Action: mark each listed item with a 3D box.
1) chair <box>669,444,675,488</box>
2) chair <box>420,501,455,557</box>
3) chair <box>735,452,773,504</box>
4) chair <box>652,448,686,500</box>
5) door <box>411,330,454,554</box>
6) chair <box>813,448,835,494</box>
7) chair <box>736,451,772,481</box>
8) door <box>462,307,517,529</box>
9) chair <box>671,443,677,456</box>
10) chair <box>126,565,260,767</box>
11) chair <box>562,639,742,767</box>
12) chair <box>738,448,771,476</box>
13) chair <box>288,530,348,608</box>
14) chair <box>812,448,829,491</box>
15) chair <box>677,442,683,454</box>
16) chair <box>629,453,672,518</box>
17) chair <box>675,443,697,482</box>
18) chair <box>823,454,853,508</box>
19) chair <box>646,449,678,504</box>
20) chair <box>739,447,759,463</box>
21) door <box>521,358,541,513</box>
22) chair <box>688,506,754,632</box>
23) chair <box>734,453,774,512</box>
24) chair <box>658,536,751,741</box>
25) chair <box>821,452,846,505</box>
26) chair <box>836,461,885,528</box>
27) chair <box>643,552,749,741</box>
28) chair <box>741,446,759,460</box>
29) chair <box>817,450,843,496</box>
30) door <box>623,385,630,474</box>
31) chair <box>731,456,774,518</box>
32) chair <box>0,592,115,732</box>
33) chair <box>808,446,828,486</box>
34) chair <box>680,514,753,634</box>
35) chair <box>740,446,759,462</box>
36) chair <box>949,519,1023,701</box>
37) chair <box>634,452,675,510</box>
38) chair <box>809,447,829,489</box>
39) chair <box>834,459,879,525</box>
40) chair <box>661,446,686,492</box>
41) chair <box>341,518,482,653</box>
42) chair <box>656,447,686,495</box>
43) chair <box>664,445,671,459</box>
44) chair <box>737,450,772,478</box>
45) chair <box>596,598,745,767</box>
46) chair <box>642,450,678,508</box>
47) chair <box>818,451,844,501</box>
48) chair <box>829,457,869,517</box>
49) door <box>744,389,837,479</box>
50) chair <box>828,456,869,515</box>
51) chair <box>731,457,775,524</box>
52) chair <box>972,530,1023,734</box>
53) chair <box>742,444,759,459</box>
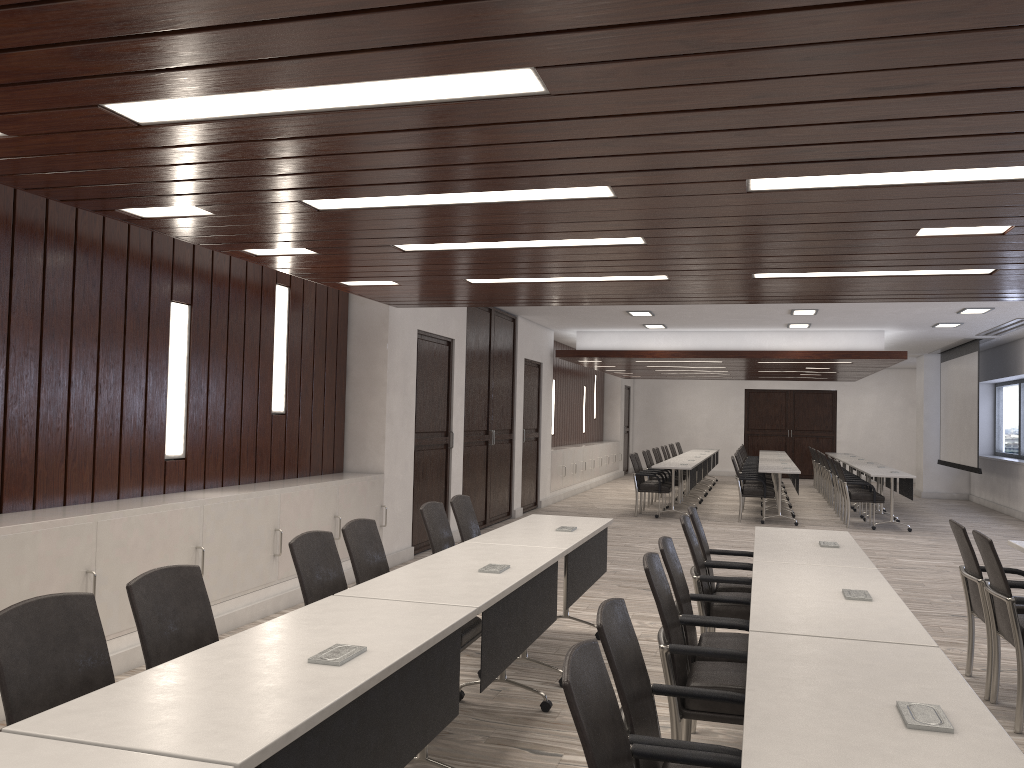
[{"bbox_3d":[3.743,1.792,19.411,0.638,0.939,0.513,1,-2,15],"label":"chair"},{"bbox_3d":[-0.221,1.191,5.302,0.638,0.939,0.513,1,-2,15],"label":"chair"},{"bbox_3d":[4.121,1.646,15.107,0.638,0.939,0.513,1,-2,15],"label":"chair"},{"bbox_3d":[2.916,1.667,16.477,0.638,0.939,0.513,1,-2,16],"label":"chair"},{"bbox_3d":[-0.911,0.619,9.641,0.200,2.323,1.163,1,-2,16],"label":"door"},{"bbox_3d":[6.642,1.832,18.593,0.638,0.939,0.513,1,-2,15],"label":"chair"},{"bbox_3d":[4.383,1.687,16.073,0.638,0.939,0.513,1,-2,16],"label":"chair"},{"bbox_3d":[-0.326,0.424,11.706,0.200,2.889,2.327,1,-2,16],"label":"door"},{"bbox_3d":[3.884,1.813,19.916,0.638,0.939,0.513,1,-2,16],"label":"chair"},{"bbox_3d":[-0.894,1.088,2.879,0.638,0.939,0.513,1,-2,15],"label":"chair"},{"bbox_3d":[0.428,1.086,1.962,0.638,0.939,0.513,1,-2,15],"label":"chair"},{"bbox_3d":[4.792,1.750,17.540,0.638,0.939,0.513,1,-2,16],"label":"chair"},{"bbox_3d":[-0.624,1.128,3.835,0.638,0.939,0.513,1,-2,16],"label":"chair"},{"bbox_3d":[6.788,1.854,19.105,0.638,0.939,0.513,1,-2,16],"label":"chair"},{"bbox_3d":[4.300,1.876,21.376,0.638,0.939,0.513,1,-2,16],"label":"chair"},{"bbox_3d":[2.109,1.542,13.552,0.638,0.939,0.513,1,-2,17],"label":"chair"},{"bbox_3d":[4.161,1.854,20.871,0.638,0.939,0.513,1,-2,15],"label":"chair"},{"bbox_3d":[5.818,1.707,15.665,0.638,0.939,0.513,1,-2,16],"label":"chair"},{"bbox_3d":[2.660,1.627,15.534,0.638,0.939,0.513,1,-2,16],"label":"chair"},{"bbox_3d":[4.943,1.771,18.042,0.638,0.939,0.513,1,-2,16],"label":"chair"},{"bbox_3d":[0.244,0.794,13.748,0.200,2.323,1.163,1,-2,16],"label":"door"},{"bbox_3d":[1.387,1.233,5.399,0.638,0.939,0.513,1,-2,15],"label":"chair"},{"bbox_3d":[3.980,1.625,14.607,0.638,0.939,0.513,1,-2,15],"label":"chair"},{"bbox_3d":[0.965,1.170,3.929,0.638,0.939,0.513,1,-2,16],"label":"chair"},{"bbox_3d":[5.962,1.729,16.169,0.638,0.939,0.513,1,-2,16],"label":"chair"},{"bbox_3d":[4.996,1.583,12.743,0.638,0.939,0.513,1,-2,17],"label":"chair"},{"bbox_3d":[0.821,1.148,3.426,0.638,0.939,0.513,1,-2,15],"label":"chair"},{"bbox_3d":[5.357,1.834,19.502,0.638,0.939,0.513,1,-2,16],"label":"chair"},{"bbox_3d":[6.388,1.791,17.627,0.638,0.939,0.513,1,-2,15],"label":"chair"},{"bbox_3d":[2.971,1.207,23.446,0.200,2.323,1.163,1,-2,16],"label":"door"},{"bbox_3d":[3.698,1.584,13.658,0.638,0.939,0.513,1,-2,15],"label":"chair"},{"bbox_3d":[-1.038,1.066,2.368,0.638,0.939,0.513,1,-2,16],"label":"chair"},{"bbox_3d":[7.202,1.916,20.557,0.638,0.939,0.513,1,-2,16],"label":"chair"},{"bbox_3d":[1.242,1.211,4.892,0.638,0.939,0.513,1,-2,15],"label":"chair"},{"bbox_3d":[5.209,1.812,19.005,0.638,0.939,0.513,1,-2,16],"label":"chair"},{"bbox_3d":[2.817,1.252,4.990,0.638,0.939,0.513,1,-2,16],"label":"chair"},{"bbox_3d":[2.242,1.564,14.057,0.638,0.939,0.513,1,-2,15],"label":"chair"},{"bbox_3d":[7.053,1.894,20.058,0.638,0.939,0.513,1,-2,17],"label":"chair"},{"bbox_3d":[5.138,1.604,13.246,0.638,0.939,0.513,1,-2,15],"label":"chair"},{"bbox_3d":[3.326,1.729,17.947,0.638,0.939,0.513,1,-2,16],"label":"chair"},{"bbox_3d":[-0.497,1.149,4.340,0.638,0.939,0.513,1,-2,15],"label":"chair"},{"bbox_3d":[3.062,1.688,16.975,0.638,0.939,0.513,1,-2,16],"label":"chair"},{"bbox_3d":[3.484,1.751,18.447,0.638,0.939,0.513,1,-2,15],"label":"chair"},{"bbox_3d":[4.520,1.709,16.571,0.638,0.939,0.513,1,-2,16],"label":"chair"},{"bbox_3d":[0.554,1.108,2.477,0.638,0.939,0.513,1,-2,16],"label":"chair"},{"bbox_3d":[2.515,1.605,15.021,0.638,0.939,0.513,1,-2,15],"label":"chair"},{"bbox_3d":[6.240,1.770,17.124,0.638,0.939,0.513,1,-2,16],"label":"chair"},{"bbox_3d":[5.408,1.645,14.210,0.638,0.939,0.513,1,-2,16],"label":"chair"},{"bbox_3d":[7.337,1.311,23.418,2.329,2.323,0.200,1,-2,16],"label":"door"},{"bbox_3d":[5.566,1.667,14.708,0.638,0.939,0.513,1,-2,15],"label":"chair"},{"bbox_3d":[3.566,1.563,13.142,0.638,0.939,0.513,1,-2,16],"label":"chair"},{"bbox_3d":[2.692,1.231,4.485,0.638,0.939,0.513,1,-2,16],"label":"chair"},{"bbox_3d":[5.631,1.875,20.464,0.638,0.939,0.513,1,-2,16],"label":"chair"}]
